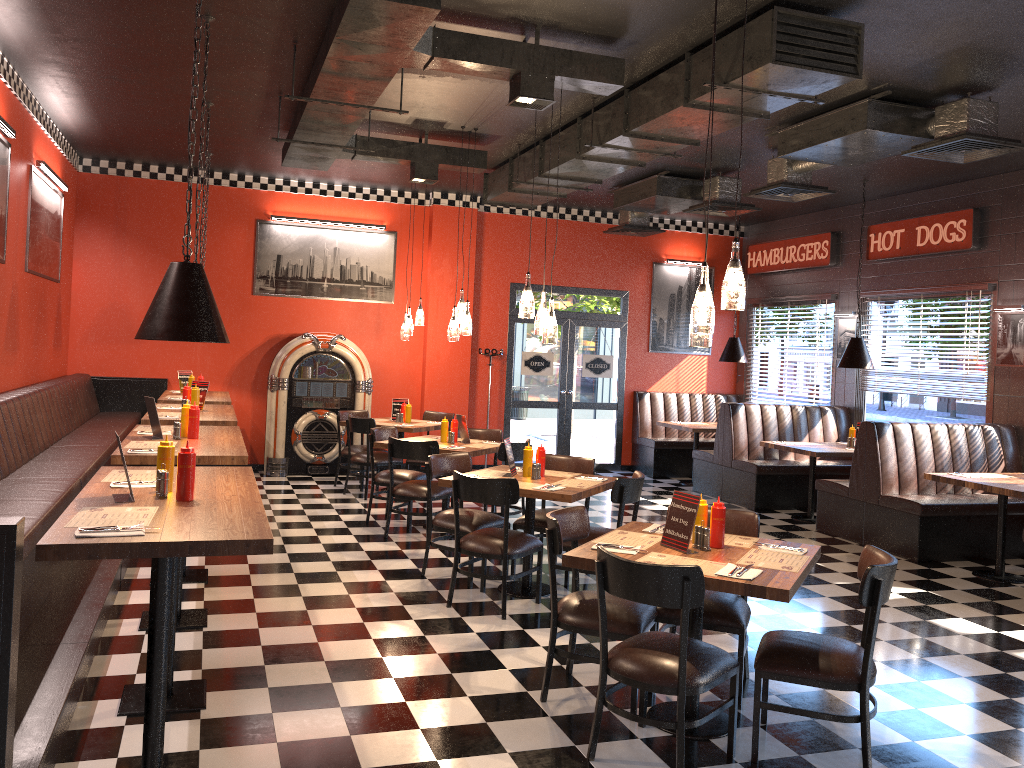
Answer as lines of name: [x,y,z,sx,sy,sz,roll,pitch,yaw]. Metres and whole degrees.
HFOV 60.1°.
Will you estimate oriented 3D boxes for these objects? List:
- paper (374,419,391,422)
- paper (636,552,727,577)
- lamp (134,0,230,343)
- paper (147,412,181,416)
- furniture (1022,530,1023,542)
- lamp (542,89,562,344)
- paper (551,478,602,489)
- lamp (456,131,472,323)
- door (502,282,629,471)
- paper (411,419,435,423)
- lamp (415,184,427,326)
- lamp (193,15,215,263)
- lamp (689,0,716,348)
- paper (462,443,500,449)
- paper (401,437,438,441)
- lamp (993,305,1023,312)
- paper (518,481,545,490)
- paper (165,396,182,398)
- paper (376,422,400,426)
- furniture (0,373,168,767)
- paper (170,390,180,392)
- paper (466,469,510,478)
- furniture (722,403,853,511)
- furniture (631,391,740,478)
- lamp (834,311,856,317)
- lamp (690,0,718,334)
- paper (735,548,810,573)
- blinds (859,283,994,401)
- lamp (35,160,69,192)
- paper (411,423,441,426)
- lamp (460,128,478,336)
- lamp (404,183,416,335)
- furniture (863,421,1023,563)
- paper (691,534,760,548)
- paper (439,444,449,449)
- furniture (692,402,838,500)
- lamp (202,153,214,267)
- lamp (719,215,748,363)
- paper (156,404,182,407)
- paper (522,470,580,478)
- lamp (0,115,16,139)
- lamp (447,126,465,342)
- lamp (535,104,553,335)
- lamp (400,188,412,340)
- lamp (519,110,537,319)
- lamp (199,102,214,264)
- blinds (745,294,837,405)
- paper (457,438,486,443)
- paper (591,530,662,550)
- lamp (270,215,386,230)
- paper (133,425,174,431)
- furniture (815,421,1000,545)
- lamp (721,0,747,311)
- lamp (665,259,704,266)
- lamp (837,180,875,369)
paper: [-1.558,0.415,10.168,0.261,0.001,0.365,4,3,28]
paper: [0.730,0.769,3.790,0.366,0.001,0.261,4,3,29]
lamp: [-1.352,-1.203,3.775,0.382,2.045,0.381,3,0,22]
paper: [-2.812,0.245,7.212,0.261,0.001,0.366,2,2,-16]
furniture: [4.716,1.046,6.531,1.708,1.154,0.706,2,0,-19]
lamp: [0.306,-1.258,6.113,0.108,1.966,0.108,3,0,-7]
paper: [0.432,0.670,5.975,0.261,0.001,0.365,4,2,24]
lamp: [-0.431,-1.546,8.229,0.108,1.966,0.108,2,0,28]
door: [0.768,-0.074,12.375,1.799,2.573,0.128,3,0,-19]
paper: [-1.112,0.430,10.338,0.365,0.001,0.261,4,2,26]
lamp: [-1.010,-1.646,10.121,0.108,1.966,0.108,3,0,13]
lamp: [-1.975,-1.303,5.610,0.382,2.045,0.381,3,0,22]
lamp: [0.919,-1.152,4.112,0.108,1.966,0.108,2,0,28]
paper: [-0.278,0.559,8.004,0.261,0.001,0.365,4,2,25]
paper: [-0.885,0.520,8.285,0.261,0.001,0.365,4,2,25]
lamp: [4.905,-0.744,8.726,0.081,0.056,0.334,2,2,-19]
paper: [0.017,0.657,5.809,0.365,0.001,0.261,4,2,25]
paper: [-3.469,0.136,9.244,0.261,0.001,0.366,2,2,-16]
paper: [-1.398,0.440,9.733,0.365,0.001,0.261,4,2,26]
furniture: [-3.296,0.680,6.382,1.103,1.149,8.767,2,2,-19]
paper: [-3.784,0.085,10.173,0.261,0.001,0.366,2,2,-16]
paper: [-0.151,0.633,6.241,0.261,0.001,0.365,4,2,27]
furniture: [3.407,0.836,10.387,1.708,1.154,0.706,2,0,-19]
furniture: [2.640,0.712,12.648,1.708,1.154,0.706,2,0,-19]
lamp: [4.136,-0.867,10.992,0.081,0.056,0.334,2,2,-19]
lamp: [0.901,-1.207,3.991,0.108,1.966,0.108,3,0,-32]
paper: [1.166,0.783,3.946,0.261,0.001,0.365,4,2,26]
blinds: [4.531,-0.466,9.851,0.100,1.205,1.871,3,1,-19]
lamp: [-4.468,-2.013,8.613,0.081,0.056,1.446,2,2,-19]
paper: [-0.980,0.453,9.892,0.261,0.001,0.365,4,2,25]
lamp: [-0.375,-1.426,8.113,0.108,1.966,0.108,3,0,-37]
lamp: [-1.131,-1.537,10.059,0.108,1.966,0.108,3,0,23]
furniture: [4.175,0.959,8.125,1.708,1.154,0.706,2,0,-19]
paper: [1.011,0.760,4.366,0.365,0.001,0.261,4,2,26]
paper: [-0.711,0.545,7.840,0.366,0.001,0.261,4,2,28]
furniture: [3.180,0.799,11.055,1.708,1.154,0.706,2,0,-19]
lamp: [-3.399,-1.532,9.807,0.382,2.045,0.381,3,0,22]
lamp: [3.006,-1.313,11.859,0.382,2.045,0.381,3,0,30]
paper: [-3.110,0.198,8.082,0.261,0.001,0.366,2,2,-16]
paper: [0.292,0.647,6.419,0.365,0.001,0.261,4,2,25]
lamp: [-3.618,-1.876,6.108,0.081,0.056,1.446,2,2,-19]
lamp: [-0.489,-1.370,8.060,0.108,1.966,0.108,3,0,-7]
lamp: [0.256,-1.324,6.224,0.108,1.966,0.108,3,0,23]
lamp: [-1.186,-1.484,10.170,0.108,1.966,0.108,3,0,-37]
lamp: [0.146,-1.439,6.164,0.108,1.966,0.108,2,0,43]
lamp: [-2.679,-1.416,7.684,0.382,2.045,0.381,3,0,22]
blinds: [3.751,-0.375,12.117,0.099,1.635,1.871,3,1,-19]
paper: [-0.440,0.535,8.422,0.365,0.001,0.261,4,2,25]
paper: [0.564,0.744,4.238,0.261,0.001,0.365,4,2,26]
lamp: [-2.326,-2.051,11.269,1.443,0.056,0.081,2,2,-19]
paper: [-2.444,0.305,6.096,0.261,0.001,0.366,2,2,-16]
furniture: [3.948,0.922,8.793,1.708,1.154,0.706,2,0,-19]
lamp: [1.035,-1.313,3.976,0.108,1.966,0.108,3,0,-27]
lamp: [2.512,-1.775,12.915,0.610,0.056,0.081,2,2,-19]
lamp: [3.772,-1.190,9.603,0.381,2.045,0.382,3,0,-38]
